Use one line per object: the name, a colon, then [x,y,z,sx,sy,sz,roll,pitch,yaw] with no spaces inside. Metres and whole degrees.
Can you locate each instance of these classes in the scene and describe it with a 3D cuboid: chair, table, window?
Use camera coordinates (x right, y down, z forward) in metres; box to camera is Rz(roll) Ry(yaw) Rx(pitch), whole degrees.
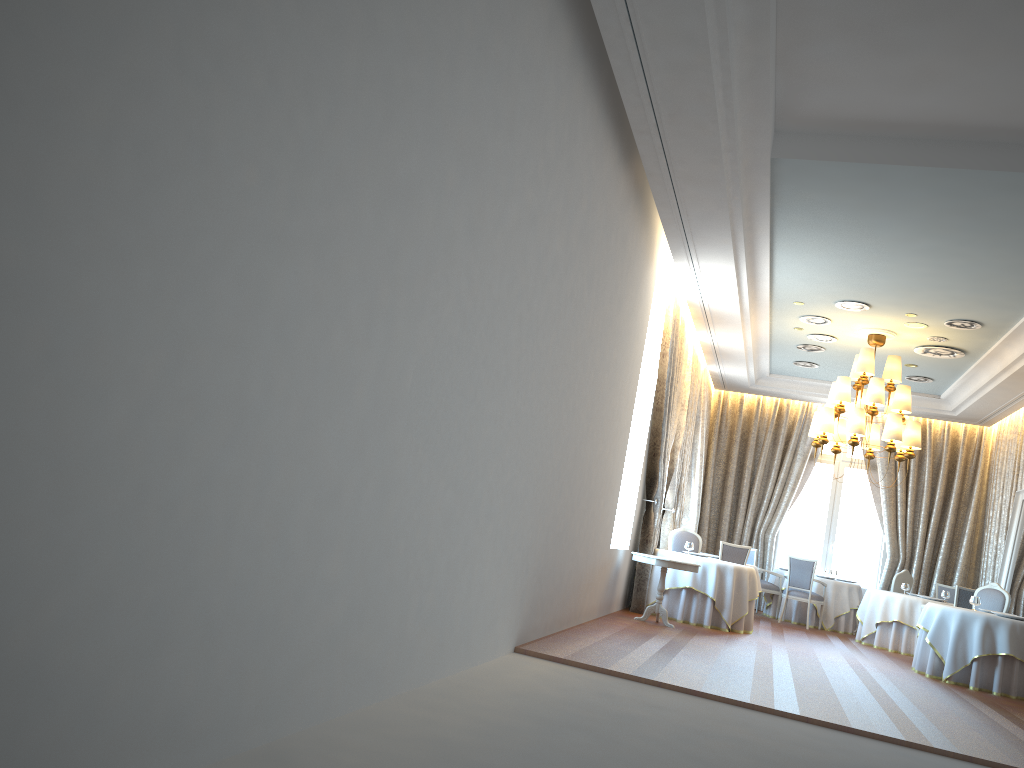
chair: [6.232,3.675,14.854,0.563,1.233,0.690,16,-9,-32]
table: [6.122,3.681,13.444,1.663,0.890,1.667,6,-9,31]
chair: [4.302,3.455,15.487,0.629,1.108,0.650,13,-8,-17]
table: [2.457,2.765,11.902,1.663,0.890,1.667,10,-8,6]
chair: [5.890,3.114,11.341,0.690,1.233,0.563,14,-9,-22]
table: [3.179,3.254,14.392,1.667,0.890,1.663,9,-8,11]
table: [5.648,3.165,10.435,1.663,0.890,1.667,10,-8,6]
table: [1.765,2.468,10.510,0.761,0.801,0.760,16,-9,-33]
chair: [7.030,3.823,14.414,0.650,1.108,0.629,5,-10,37]
chair: [3.169,2.935,13.329,0.650,1.108,0.629,12,-8,-7]
chair: [2.527,2.673,12.758,0.563,1.233,0.690,12,-8,-7]
table: [5.302,3.827,15.586,1.667,0.890,1.663,5,-10,36]
window: [6.221,2.129,17.049,1.881,3.306,0.196,8,-8,17]
chair: [4.770,3.416,14.581,0.650,1.108,0.629,6,-9,32]
chair: [6.181,3.386,12.462,0.650,1.108,0.629,13,-8,-12]

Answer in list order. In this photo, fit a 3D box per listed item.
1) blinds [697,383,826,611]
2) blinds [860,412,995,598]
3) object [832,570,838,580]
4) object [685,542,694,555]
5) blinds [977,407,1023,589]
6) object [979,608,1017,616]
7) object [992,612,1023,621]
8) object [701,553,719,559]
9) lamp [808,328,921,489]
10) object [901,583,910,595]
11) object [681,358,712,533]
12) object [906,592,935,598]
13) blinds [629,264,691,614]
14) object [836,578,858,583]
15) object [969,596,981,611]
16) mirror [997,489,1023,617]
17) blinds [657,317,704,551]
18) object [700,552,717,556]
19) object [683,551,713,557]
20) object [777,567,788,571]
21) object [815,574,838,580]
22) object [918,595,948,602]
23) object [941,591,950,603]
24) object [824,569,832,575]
blinds: [4.703,1.882,17.099,2.535,4.901,0.386,8,-8,17]
blinds: [7.418,2.278,16.237,2.476,4.901,0.386,8,-8,17]
object: [5.755,3.411,15.866,0.128,0.165,0.128,8,-8,17]
object: [2.421,2.246,12.117,0.128,0.165,0.128,11,-8,0]
blinds: [7.904,2.022,13.896,0.238,4.819,4.439,8,-8,18]
object: [5.950,2.807,10.865,0.419,0.036,0.419,8,-8,16]
object: [5.665,2.639,10.058,0.419,0.036,0.419,8,-8,16]
object: [3.199,2.726,13.999,0.419,0.036,0.419,8,-8,16]
lamp: [4.887,0.316,12.185,1.373,2.121,1.373,16,-10,-35]
object: [6.128,3.192,13.818,0.128,0.165,0.128,8,-8,17]
object: [3.424,1.589,16.413,0.386,4.901,2.121,8,-8,17]
object: [6.403,3.322,13.897,0.419,0.036,0.419,8,-8,16]
blinds: [2.091,0.671,12.056,0.315,4.930,2.204,8,-8,17]
object: [5.849,3.449,15.546,0.419,0.036,0.419,8,-8,16]
object: [5.640,2.674,10.802,0.128,0.165,0.128,18,-11,-42]
mirror: [6.812,2.602,11.764,0.385,2.564,2.251,8,-8,17]
blinds: [2.781,1.130,14.371,0.335,4.969,2.257,8,-8,18]
object: [3.254,2.866,14.919,0.419,0.036,0.419,8,-8,16]
object: [2.589,2.380,12.372,0.419,0.036,0.419,8,-8,16]
object: [4.882,3.281,15.659,0.419,0.036,0.419,8,-8,16]
object: [5.379,3.311,15.201,0.419,0.036,0.419,8,-8,16]
object: [6.217,3.175,13.112,0.419,0.036,0.419,8,-8,16]
object: [6.500,3.190,13.299,0.128,0.165,0.128,8,-8,17]
object: [5.528,3.316,15.499,0.128,0.165,0.128,8,-8,17]
